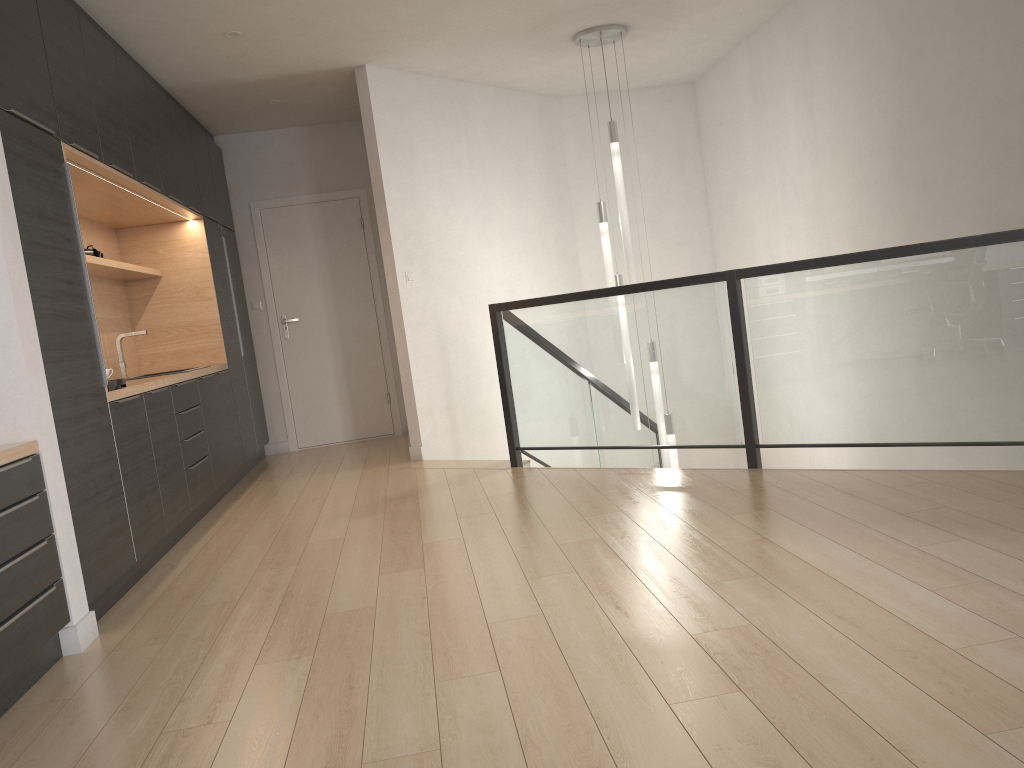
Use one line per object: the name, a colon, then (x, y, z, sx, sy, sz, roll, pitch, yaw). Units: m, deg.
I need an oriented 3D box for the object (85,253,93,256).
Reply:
object: (-2.392, -0.700, 4.902, 0.145, 0.025, 0.145, -7, 5, 7)

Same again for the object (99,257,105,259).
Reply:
object: (-2.451, -0.717, 5.180, 0.145, 0.025, 0.145, -8, 5, -4)

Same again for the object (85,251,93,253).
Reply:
object: (-2.392, -0.713, 4.904, 0.145, 0.025, 0.145, -7, 5, 7)

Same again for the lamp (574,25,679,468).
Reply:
lamp: (0.712, -1.509, 6.046, 0.359, 6.725, 0.359, -5, 6, 30)

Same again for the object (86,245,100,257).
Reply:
object: (-2.458, -0.758, 5.150, 0.100, 0.093, 0.066, -7, 5, 8)

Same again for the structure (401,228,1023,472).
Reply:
structure: (1.892, 1.391, 5.857, 4.190, 4.339, 2.823, -4, 6, 38)

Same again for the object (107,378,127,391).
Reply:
object: (-2.079, -0.145, 4.091, 0.584, 0.398, 0.618, -8, 5, -6)

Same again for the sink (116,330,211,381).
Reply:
sink: (-2.241, -0.090, 5.617, 0.512, 0.518, 0.626, -8, 5, -6)

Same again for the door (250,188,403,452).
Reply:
door: (-1.573, -0.542, 7.573, 0.974, 2.136, 0.085, -8, 5, -6)

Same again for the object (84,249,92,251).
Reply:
object: (-2.395, -0.724, 4.900, 0.145, 0.025, 0.145, -7, 5, 7)

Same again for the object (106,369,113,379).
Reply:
object: (-1.842, -0.033, 3.955, 0.099, 0.057, 0.095, -8, 5, -4)

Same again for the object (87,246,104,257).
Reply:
object: (-2.459, -0.769, 5.213, 0.100, 0.093, 0.066, -8, 5, 3)
